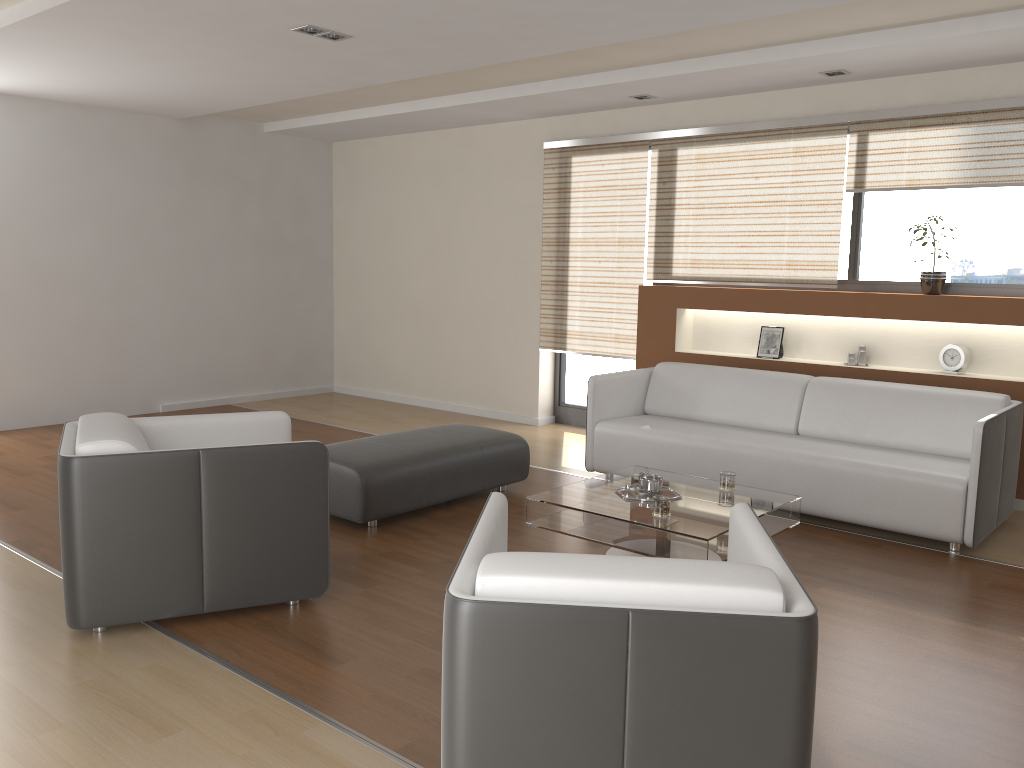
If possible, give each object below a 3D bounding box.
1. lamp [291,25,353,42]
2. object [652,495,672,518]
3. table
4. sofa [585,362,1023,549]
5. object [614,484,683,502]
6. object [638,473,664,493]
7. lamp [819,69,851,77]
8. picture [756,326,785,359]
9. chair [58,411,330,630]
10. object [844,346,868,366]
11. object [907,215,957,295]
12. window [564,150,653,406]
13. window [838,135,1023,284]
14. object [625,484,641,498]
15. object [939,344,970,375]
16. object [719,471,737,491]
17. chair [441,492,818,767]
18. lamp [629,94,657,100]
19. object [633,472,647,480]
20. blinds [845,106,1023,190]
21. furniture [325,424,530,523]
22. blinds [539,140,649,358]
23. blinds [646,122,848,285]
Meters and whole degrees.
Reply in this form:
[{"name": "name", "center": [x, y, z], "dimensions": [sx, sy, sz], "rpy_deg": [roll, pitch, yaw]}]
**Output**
[{"name": "lamp", "center": [-0.991, -1.871, 4.626], "dimensions": [0.146, 0.087, 0.291], "rpy_deg": [7, 10, 40]}, {"name": "object", "center": [0.628, 0.513, 3.715], "dimensions": [0.079, 0.077, 0.079], "rpy_deg": [5, 9, 29]}, {"name": "table", "center": [0.696, 0.659, 4.050], "dimensions": [0.900, 0.300, 0.900], "rpy_deg": [7, 10, 40]}, {"name": "sofa", "center": [1.605, 0.303, 5.152], "dimensions": [2.238, 0.661, 0.919], "rpy_deg": [7, 10, 40]}, {"name": "object", "center": [0.624, 0.500, 4.060], "dimensions": [0.315, 0.011, 0.273], "rpy_deg": [-6, 10, -42]}, {"name": "object", "center": [0.644, 0.456, 4.115], "dimensions": [0.118, 0.079, 0.117], "rpy_deg": [-6, 10, -42]}, {"name": "lamp", "center": [1.942, -1.906, 5.321], "dimensions": [0.146, 0.087, 0.146], "rpy_deg": [7, 10, 40]}, {"name": "picture", "center": [1.781, -0.286, 6.086], "dimensions": [0.159, 0.216, 0.133], "rpy_deg": [6, 9, 35]}, {"name": "chair", "center": [-1.266, 0.463, 3.521], "dimensions": [0.919, 0.661, 0.767], "rpy_deg": [-2, 8, -25]}, {"name": "object", "center": [2.234, -0.188, 5.743], "dimensions": [0.141, 0.131, 0.141], "rpy_deg": [4, 8, 18]}, {"name": "object", "center": [2.528, -0.778, 5.354], "dimensions": [0.268, 0.477, 0.342], "rpy_deg": [5, 9, 30]}, {"name": "window", "center": [0.788, -0.817, 7.165], "dimensions": [0.889, 2.093, 0.010], "rpy_deg": [7, 10, 40]}, {"name": "window", "center": [2.287, -1.160, 5.844], "dimensions": [2.817, 0.986, 0.010], "rpy_deg": [7, 10, 40]}, {"name": "object", "center": [0.558, 0.486, 4.044], "dimensions": [0.051, 0.035, 0.147], "rpy_deg": [0, 8, -8]}, {"name": "object", "center": [2.677, -0.152, 5.365], "dimensions": [0.096, 0.176, 0.160], "rpy_deg": [-4, 9, -34]}, {"name": "object", "center": [1.016, 0.458, 4.180], "dimensions": [0.079, 0.077, 0.079], "rpy_deg": [5, 9, 29]}, {"name": "chair", "center": [0.267, 0.688, 2.232], "dimensions": [0.767, 0.706, 0.919], "rpy_deg": [2, 8, 5]}, {"name": "lamp", "center": [0.913, -2.041, 6.184], "dimensions": [0.146, 0.087, 0.146], "rpy_deg": [7, 10, 40]}, {"name": "object", "center": [0.645, 0.449, 4.373], "dimensions": [0.064, 0.029, 0.158], "rpy_deg": [4, 8, 21]}, {"name": "blinds", "center": [2.665, -1.370, 5.137], "dimensions": [1.432, 0.441, 0.001], "rpy_deg": [7, 10, 40]}, {"name": "furniture", "center": [-0.554, 0.455, 5.010], "dimensions": [0.685, 0.301, 1.291], "rpy_deg": [7, 10, 40]}, {"name": "blinds", "center": [0.617, -1.046, 6.924], "dimensions": [0.980, 1.635, 0.001], "rpy_deg": [7, 10, 40]}, {"name": "blinds", "center": [1.558, -1.216, 6.100], "dimensions": [1.432, 1.044, 0.001], "rpy_deg": [7, 10, 40]}]
